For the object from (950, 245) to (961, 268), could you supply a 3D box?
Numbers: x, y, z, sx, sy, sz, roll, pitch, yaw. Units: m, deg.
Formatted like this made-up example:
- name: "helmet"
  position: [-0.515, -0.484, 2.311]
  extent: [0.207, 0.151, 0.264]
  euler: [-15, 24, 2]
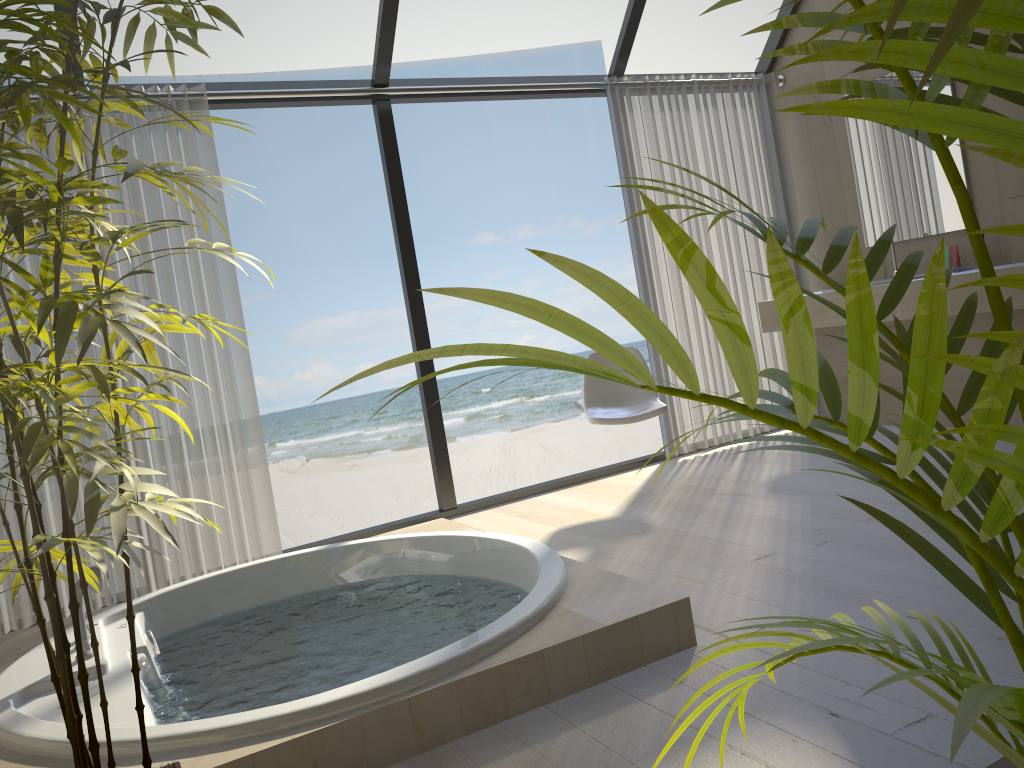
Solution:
- name: "object"
  position: [2.162, -0.608, 4.313]
  extent: [0.039, 0.135, 0.039]
  euler: [-9, 1, 22]

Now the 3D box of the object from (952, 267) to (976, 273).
- name: "object"
  position: [2.161, -0.553, 4.233]
  extent: [0.104, 0.029, 0.033]
  euler: [-8, 2, 13]

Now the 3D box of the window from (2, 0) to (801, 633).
- name: "window"
  position: [-0.210, -0.783, 4.112]
  extent: [4.580, 2.812, 0.742]
  euler: [-11, 1, -27]

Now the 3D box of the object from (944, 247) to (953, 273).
- name: "object"
  position: [2.179, -0.618, 4.426]
  extent: [0.039, 0.135, 0.039]
  euler: [-9, 1, 22]

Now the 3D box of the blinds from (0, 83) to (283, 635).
- name: "blinds"
  position: [-1.679, -0.158, 3.545]
  extent: [1.187, 2.069, 0.084]
  euler: [-10, 1, -27]

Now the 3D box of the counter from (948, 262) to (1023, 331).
- name: "counter"
  position: [2.506, -0.146, 3.523]
  extent: [0.553, 0.790, 1.202]
  euler: [-10, 3, -27]

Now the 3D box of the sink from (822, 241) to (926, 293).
- name: "sink"
  position: [1.871, -0.530, 4.543]
  extent: [0.506, 0.419, 0.572]
  euler: [-10, 3, -23]

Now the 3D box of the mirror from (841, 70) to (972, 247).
- name: "mirror"
  position: [2.050, -1.193, 4.627]
  extent: [0.023, 0.868, 0.651]
  euler: [-10, 2, -27]

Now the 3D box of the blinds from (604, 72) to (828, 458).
- name: "blinds"
  position: [1.182, -0.725, 5.021]
  extent: [1.187, 2.069, 0.084]
  euler: [-10, 1, -27]

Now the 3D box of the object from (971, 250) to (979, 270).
- name: "object"
  position: [2.246, -0.600, 4.256]
  extent: [0.059, 0.100, 0.058]
  euler: [-10, 1, -20]

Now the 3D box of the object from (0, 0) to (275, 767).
- name: "object"
  position: [-0.740, 0.038, 1.273]
  extent: [0.787, 1.755, 0.936]
  euler: [-9, 1, -2]

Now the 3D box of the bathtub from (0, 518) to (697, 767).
- name: "bathtub"
  position: [-0.711, 0.776, 2.552]
  extent: [1.829, 0.698, 1.643]
  euler: [-11, 4, -27]

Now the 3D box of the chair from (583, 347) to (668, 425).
- name: "chair"
  position: [0.519, 0.010, 4.242]
  extent: [0.369, 0.347, 0.455]
  euler: [-9, 3, 2]

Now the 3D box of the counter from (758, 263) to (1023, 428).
- name: "counter"
  position: [1.965, -0.128, 4.598]
  extent: [0.553, 0.790, 1.202]
  euler: [-10, 3, -27]

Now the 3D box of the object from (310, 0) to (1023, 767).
- name: "object"
  position: [0.439, 0.088, 0.653]
  extent: [1.070, 1.344, 0.869]
  euler: [-11, 2, -38]
